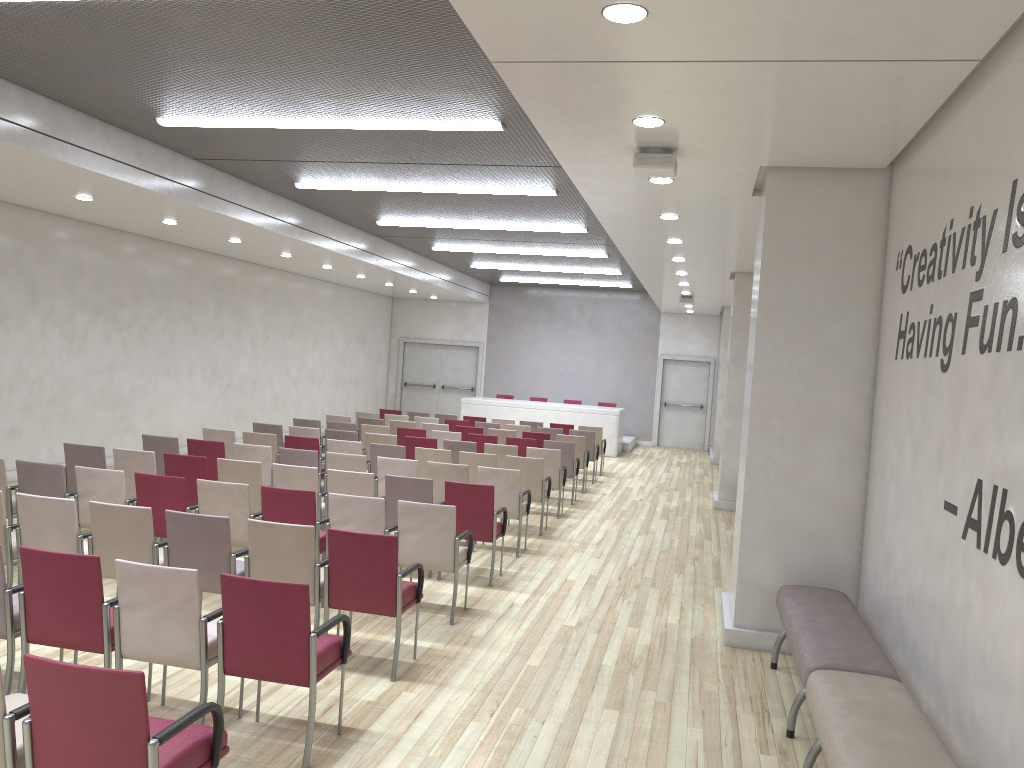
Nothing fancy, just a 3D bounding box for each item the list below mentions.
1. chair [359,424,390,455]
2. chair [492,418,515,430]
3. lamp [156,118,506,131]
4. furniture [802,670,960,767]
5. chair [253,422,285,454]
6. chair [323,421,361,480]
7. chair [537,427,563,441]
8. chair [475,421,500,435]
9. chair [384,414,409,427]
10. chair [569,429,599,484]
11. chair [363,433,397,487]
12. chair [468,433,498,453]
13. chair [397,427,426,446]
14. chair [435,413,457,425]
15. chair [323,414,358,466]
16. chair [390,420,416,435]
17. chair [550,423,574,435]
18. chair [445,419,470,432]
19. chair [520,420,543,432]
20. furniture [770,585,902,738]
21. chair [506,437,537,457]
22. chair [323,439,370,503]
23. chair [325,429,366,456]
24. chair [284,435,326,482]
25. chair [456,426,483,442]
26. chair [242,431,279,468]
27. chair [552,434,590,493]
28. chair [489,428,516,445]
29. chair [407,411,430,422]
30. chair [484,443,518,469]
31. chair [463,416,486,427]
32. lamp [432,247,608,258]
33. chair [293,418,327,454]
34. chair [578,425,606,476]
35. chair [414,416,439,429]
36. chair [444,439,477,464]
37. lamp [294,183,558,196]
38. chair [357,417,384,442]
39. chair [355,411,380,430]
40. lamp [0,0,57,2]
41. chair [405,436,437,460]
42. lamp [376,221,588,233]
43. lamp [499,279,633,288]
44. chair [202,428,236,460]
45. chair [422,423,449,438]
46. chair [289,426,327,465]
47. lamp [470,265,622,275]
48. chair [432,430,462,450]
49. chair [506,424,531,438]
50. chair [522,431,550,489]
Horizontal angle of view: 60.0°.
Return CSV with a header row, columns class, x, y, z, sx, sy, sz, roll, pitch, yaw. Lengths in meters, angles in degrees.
class,x,y,z,sx,sy,sz,roll,pitch,yaw
chair,-1.991,1.049,13.406,0.513,0.890,0.640,4,2,12
chair,-0.127,1.090,16.783,0.513,0.890,0.640,4,2,13
lamp,-1.686,-2.333,8.002,3.304,0.045,0.198,4,2,12
furniture,1.527,1.713,3.607,0.530,0.550,1.833,4,2,12
chair,-3.314,0.983,12.439,0.513,0.890,0.640,4,2,13
chair,-2.520,1.010,13.519,0.513,0.890,0.640,4,2,12
chair,0.681,1.183,15.340,0.513,0.890,0.640,4,2,12
chair,-0.392,1.103,15.573,0.513,0.890,0.640,4,2,12
chair,-2.004,0.983,15.920,0.513,0.890,0.640,4,2,12
chair,1.215,1.223,15.223,0.513,0.890,0.640,4,2,13
chair,-1.708,1.103,12.077,0.513,0.890,0.640,4,2,12
chair,-0.390,1.168,13.055,0.513,0.890,0.640,4,2,13
chair,-1.445,1.089,13.298,0.513,0.890,0.640,4,2,12
chair,-1.211,1.010,17.021,0.513,0.890,0.640,4,2,13
chair,-2.808,0.956,14.832,0.513,0.890,0.640,4,2,13
chair,-1.734,1.036,14.614,0.513,0.890,0.640,4,2,11
chair,0.944,1.170,16.545,0.513,0.890,0.640,4,2,12
chair,-0.923,1.063,15.703,0.513,0.890,0.640,4,2,12
chair,0.394,1.129,16.662,0.513,0.890,0.640,4,2,13
furniture,1.919,1.693,5.423,0.530,0.550,1.833,4,2,12
chair,0.166,1.209,12.945,0.513,0.890,0.640,4,2,12
chair,-1.975,1.115,10.895,0.513,0.890,0.640,4,2,11
chair,-2.249,1.062,12.196,0.513,0.890,0.640,4,2,13
chair,-2.509,1.075,10.997,0.513,0.890,0.640,4,2,12
chair,-0.648,1.117,14.368,0.513,0.890,0.640,4,2,11
chair,-3.053,1.035,11.116,0.513,0.890,0.640,4,2,12
chair,0.945,1.235,14.035,0.513,0.890,0.640,4,2,12
chair,-0.123,1.155,14.266,0.513,0.890,0.640,4,2,12
chair,-1.742,0.970,17.124,0.513,0.890,0.640,4,2,12
chair,-0.112,1.221,11.740,0.513,0.890,0.640,4,2,12
chair,-0.670,1.050,16.896,0.513,0.890,0.640,4,2,11
lamp,0.121,-2.425,16.374,3.304,0.045,0.198,4,2,12
chair,-3.060,0.969,13.641,0.513,0.890,0.640,4,2,11
chair,1.462,1.209,16.429,0.513,0.890,0.640,4,2,13
chair,-1.470,1.023,15.817,0.513,0.890,0.640,4,2,11
chair,-0.648,1.181,11.864,0.513,0.890,0.640,4,2,12
lamp,-1.082,-2.364,10.801,3.304,0.045,0.198,4,2,12
chair,-2.265,0.996,14.717,0.513,0.890,0.640,4,2,11
chair,-2.538,0.943,16.046,0.513,0.890,0.640,4,2,11
lamp,-2.287,-2.303,5.217,3.304,0.045,0.198,4,2,12
chair,-1.173,1.142,11.982,0.513,0.890,0.640,4,2,11
lamp,-0.487,-2.394,13.558,3.304,0.045,0.198,4,2,12
lamp,1.315,-2.485,21.905,3.304,0.045,0.198,4,2,12
chair,-3.583,0.995,11.231,0.513,0.890,0.640,4,2,13
chair,-1.190,1.076,14.486,0.513,0.890,0.640,4,2,13
chair,-2.785,1.023,12.310,0.513,0.890,0.640,4,2,13
lamp,0.714,-2.455,19.118,3.304,0.045,0.198,4,2,12
chair,-0.919,1.129,13.177,0.513,0.890,0.640,4,2,12
chair,0.139,1.142,15.471,0.513,0.890,0.640,4,2,12
chair,0.410,1.195,14.152,0.513,0.890,0.640,4,2,12
